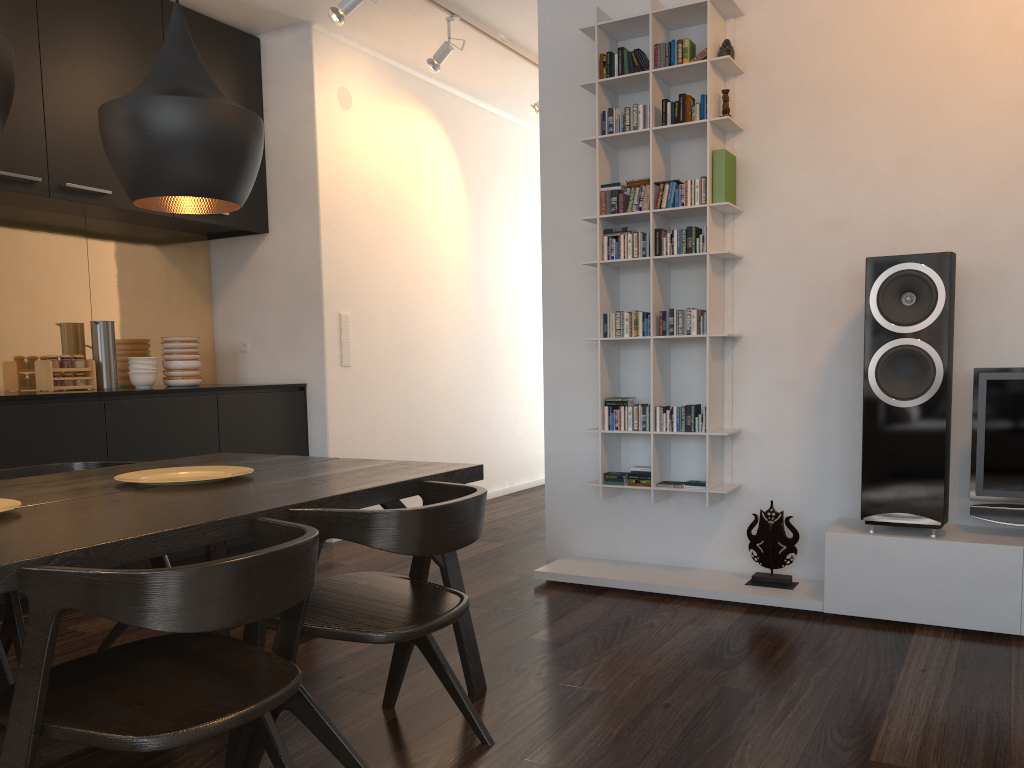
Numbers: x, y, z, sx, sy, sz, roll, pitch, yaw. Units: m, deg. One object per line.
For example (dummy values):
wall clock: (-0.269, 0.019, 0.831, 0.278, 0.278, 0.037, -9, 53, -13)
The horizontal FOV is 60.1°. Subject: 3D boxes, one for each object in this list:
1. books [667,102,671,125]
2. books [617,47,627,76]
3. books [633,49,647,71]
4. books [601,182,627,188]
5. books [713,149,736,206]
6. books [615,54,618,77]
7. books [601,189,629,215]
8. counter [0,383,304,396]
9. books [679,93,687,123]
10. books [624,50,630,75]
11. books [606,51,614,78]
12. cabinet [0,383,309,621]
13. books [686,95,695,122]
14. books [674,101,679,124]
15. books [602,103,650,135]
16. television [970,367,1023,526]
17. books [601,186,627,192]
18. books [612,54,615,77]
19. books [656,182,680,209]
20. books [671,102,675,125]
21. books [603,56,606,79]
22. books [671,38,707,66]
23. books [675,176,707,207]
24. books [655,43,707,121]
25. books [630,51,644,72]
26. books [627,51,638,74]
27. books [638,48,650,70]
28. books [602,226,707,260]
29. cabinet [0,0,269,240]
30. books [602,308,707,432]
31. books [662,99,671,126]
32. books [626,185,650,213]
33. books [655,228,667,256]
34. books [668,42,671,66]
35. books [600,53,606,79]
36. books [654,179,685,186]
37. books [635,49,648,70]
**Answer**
books: (0.650, -1.091, 3.600, 0.014, 0.093, 0.069, 2, 5, 29)
books: (0.465, -1.329, 3.678, 0.029, 0.116, 0.074, 2, 5, 29)
books: (0.538, -1.322, 3.638, 0.057, 0.099, 0.068, 1, 5, 29)
books: (0.435, -0.839, 3.756, 0.093, 0.014, 0.069, 0, 2, 35)
books: (0.864, -0.827, 3.594, 0.049, 0.215, 0.165, 2, 5, 29)
books: (0.448, -1.318, 3.689, 0.014, 0.093, 0.069, 2, 5, 29)
books: (0.441, -0.767, 3.771, 0.101, 0.105, 0.095, 1, 4, 29)
counter: (-2.698, 0.072, 2.917, 0.731, 0.002, 5.039, 0, 1, 29)
books: (0.698, -1.104, 3.572, 0.029, 0.116, 0.074, 2, 5, 29)
books: (0.485, -1.322, 3.665, 0.019, 0.100, 0.074, 2, 5, 29)
books: (0.418, -1.325, 3.701, 0.023, 0.108, 0.068, 2, 5, 29)
cabinet: (-2.689, 0.522, 2.960, 0.732, 0.905, 5.042, 1, 2, 29)
books: (0.719, -1.099, 3.562, 0.016, 0.108, 0.068, 2, 5, 29)
books: (0.676, -1.092, 3.583, 0.020, 0.093, 0.069, 2, 5, 29)
books: (0.498, -1.101, 3.714, 0.221, 0.113, 0.108, 0, 4, 29)
television: (2.020, 0.241, 2.982, 0.344, 0.604, 0.787, -5, 5, -42)
books: (0.434, -0.826, 3.763, 0.092, 0.014, 0.069, 0, 2, 29)
books: (0.436, -1.318, 3.695, 0.014, 0.093, 0.069, 2, 5, 29)
books: (0.647, -0.770, 3.651, 0.088, 0.108, 0.095, 1, 4, 29)
books: (0.662, -1.091, 3.593, 0.014, 0.093, 0.069, 2, 5, 29)
books: (0.403, -1.318, 3.712, 0.014, 0.093, 0.069, 2, 5, 29)
books: (0.731, -1.327, 3.561, 0.160, 0.111, 0.101, 0, 4, 29)
books: (0.748, -0.774, 3.606, 0.136, 0.113, 0.122, 1, 4, 29)
books: (0.701, -1.213, 3.590, 0.228, 0.335, 0.107, 1, 6, 30)
books: (0.522, -1.318, 3.645, 0.046, 0.091, 0.069, 2, 5, 29)
books: (0.502, -1.319, 3.657, 0.028, 0.094, 0.069, 2, 5, 29)
books: (0.554, -1.322, 3.629, 0.057, 0.099, 0.068, 1, 5, 29)
books: (0.613, -0.584, 3.712, 0.467, 0.113, 0.122, 0, 3, 29)
cabinet: (-2.049, -1.343, 4.173, 0.531, 1.056, 1.947, 2, 3, 29)
books: (0.619, -0.057, 3.760, 0.469, 0.514, 0.122, 1, 6, 29)
books: (0.633, -1.098, 3.605, 0.023, 0.108, 0.068, 2, 5, 29)
books: (0.548, -0.770, 3.711, 0.114, 0.108, 0.095, 1, 4, 29)
books: (0.621, -0.585, 3.687, 0.029, 0.116, 0.074, 2, 5, 29)
books: (0.649, -1.323, 3.590, 0.012, 0.108, 0.068, 2, 5, 29)
books: (0.391, -1.325, 3.722, 0.016, 0.108, 0.068, 2, 5, 29)
books: (0.648, -0.827, 3.637, 0.107, 0.008, 0.068, 0, 2, 29)
books: (0.546, -1.322, 3.633, 0.057, 0.099, 0.068, 1, 5, 29)
